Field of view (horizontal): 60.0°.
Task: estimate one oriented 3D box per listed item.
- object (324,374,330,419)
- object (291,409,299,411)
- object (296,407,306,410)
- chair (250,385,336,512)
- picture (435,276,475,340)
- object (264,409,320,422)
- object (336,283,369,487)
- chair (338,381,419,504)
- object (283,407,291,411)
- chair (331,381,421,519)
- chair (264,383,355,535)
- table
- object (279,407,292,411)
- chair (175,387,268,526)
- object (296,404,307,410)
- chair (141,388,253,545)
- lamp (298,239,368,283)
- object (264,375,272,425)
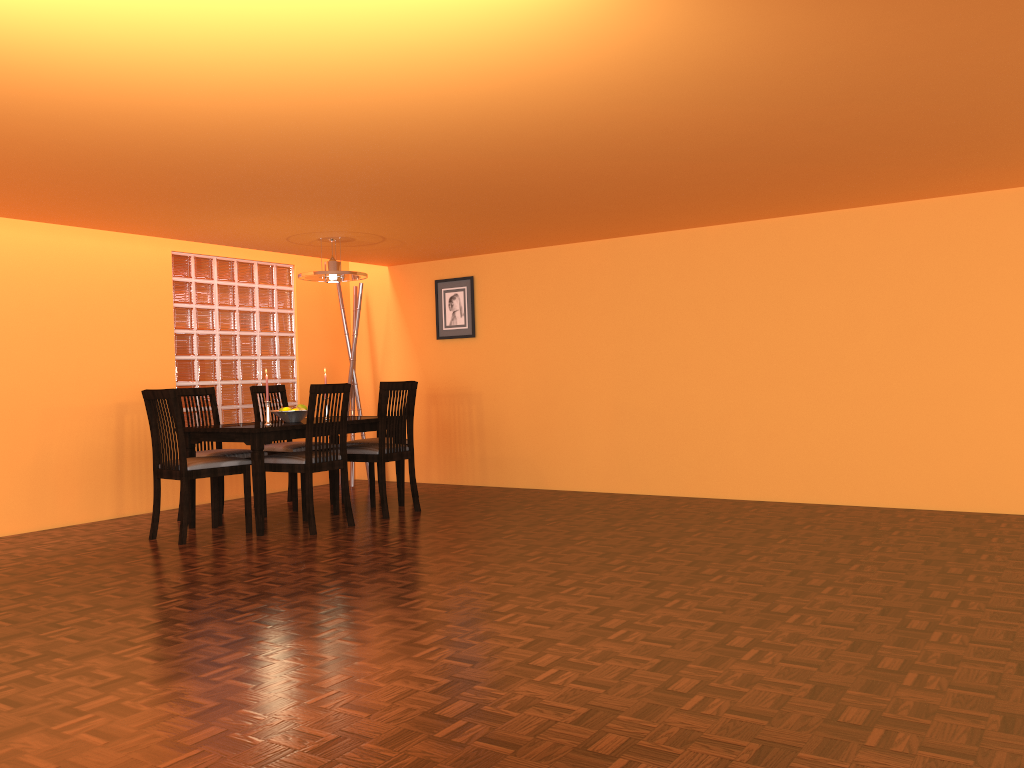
[{"bbox_3d":[-1.169,0.059,5.574,0.044,0.326,0.044,-2,1,23],"label":"object"},{"bbox_3d":[-1.289,0.169,5.270,0.055,0.046,0.046,-2,0,-3],"label":"object"},{"bbox_3d":[-1.261,0.168,5.325,0.055,0.070,0.066,-2,1,15],"label":"object"},{"bbox_3d":[-1.458,0.408,5.844,0.465,0.809,0.373,-1,1,34],"label":"chair"},{"bbox_3d":[-0.431,-0.569,6.679,0.361,0.456,0.014,-1,1,34],"label":"picture"},{"bbox_3d":[-1.319,0.192,5.340,0.337,0.072,0.337,-2,0,0],"label":"object"},{"bbox_3d":[-1.229,0.004,6.928,0.226,1.589,0.308,-2,1,-34],"label":"object"},{"bbox_3d":[-0.885,0.389,5.995,0.373,0.809,0.465,-1,1,29],"label":"chair"},{"bbox_3d":[-1.333,0.159,5.245,0.046,0.046,0.055,-2,1,17],"label":"object"},{"bbox_3d":[-0.822,0.392,5.417,0.465,0.809,0.373,-1,1,34],"label":"chair"},{"bbox_3d":[-1.142,0.406,4.938,0.465,0.809,0.373,-1,1,34],"label":"chair"},{"bbox_3d":[-1.275,0.519,5.370,0.697,0.584,1.259,-1,1,34],"label":"table"},{"bbox_3d":[-1.359,0.179,5.334,0.089,0.076,0.087,-1,1,40],"label":"object"},{"bbox_3d":[-1.778,0.422,5.365,0.465,0.809,0.373,-1,1,34],"label":"chair"},{"bbox_3d":[-1.282,0.155,5.402,0.069,0.066,0.069,-1,1,44],"label":"object"},{"bbox_3d":[-1.704,0.425,4.783,0.373,0.809,0.465,-1,1,39],"label":"chair"},{"bbox_3d":[-1.138,-0.782,5.625,0.435,0.274,0.435,-2,1,-34],"label":"lamp"},{"bbox_3d":[-1.400,0.070,5.077,0.044,0.326,0.044,-2,1,23],"label":"object"}]
